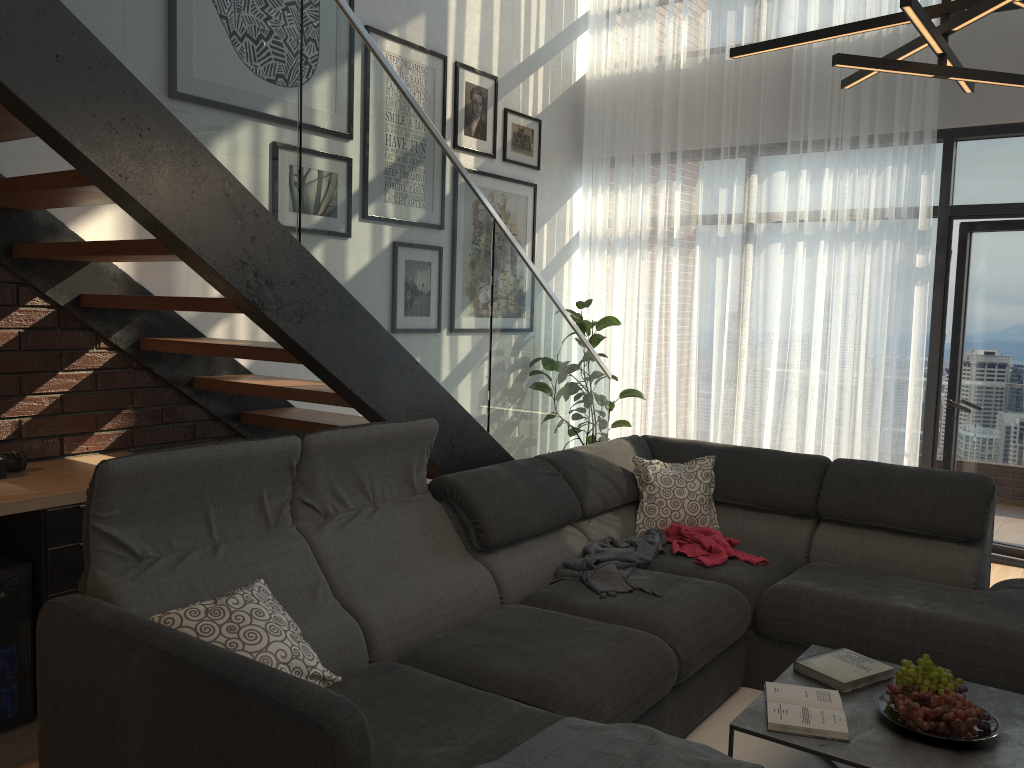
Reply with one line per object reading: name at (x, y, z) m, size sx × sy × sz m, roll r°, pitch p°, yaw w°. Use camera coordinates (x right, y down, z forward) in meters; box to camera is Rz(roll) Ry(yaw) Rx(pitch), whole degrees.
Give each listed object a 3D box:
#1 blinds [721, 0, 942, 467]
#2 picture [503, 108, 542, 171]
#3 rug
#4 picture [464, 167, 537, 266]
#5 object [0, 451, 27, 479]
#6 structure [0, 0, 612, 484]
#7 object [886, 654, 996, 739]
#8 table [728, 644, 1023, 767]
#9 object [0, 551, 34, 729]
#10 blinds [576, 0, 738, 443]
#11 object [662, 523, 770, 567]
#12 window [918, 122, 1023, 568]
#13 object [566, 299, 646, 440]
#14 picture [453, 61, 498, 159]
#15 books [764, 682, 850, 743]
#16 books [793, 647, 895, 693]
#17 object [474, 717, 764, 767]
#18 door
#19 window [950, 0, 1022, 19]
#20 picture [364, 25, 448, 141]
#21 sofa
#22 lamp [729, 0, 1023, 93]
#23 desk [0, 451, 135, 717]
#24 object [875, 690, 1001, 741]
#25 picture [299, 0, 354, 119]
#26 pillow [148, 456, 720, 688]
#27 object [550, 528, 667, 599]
blinds at (1.887, -1.824, 5.369) m, size 1.374 × 5.581 × 0.218 m, roll 5°, pitch 6°, yaw 33°
picture at (0.067, -1.591, 5.789) m, size 0.025 × 0.333 × 0.410 m, roll 5°, pitch 6°, yaw 35°
rug at (1.042, 1.227, 2.205) m, size 1.606 × 0.013 × 2.496 m, roll 5°, pitch 6°, yaw 35°
picture at (-0.107, -0.824, 5.636) m, size 0.025 × 0.990 × 0.871 m, roll 5°, pitch 6°, yaw 35°
object at (-1.788, 0.261, 3.107) m, size 0.149 × 0.119 × 0.166 m, roll 5°, pitch 6°, yaw 32°
structure at (-1.600, -0.384, 2.619) m, size 1.289 × 3.460 × 5.660 m, roll 5°, pitch 6°, yaw 35°
object at (1.109, 0.799, 2.293) m, size 0.256 × 0.173 × 0.279 m, roll 5°, pitch 6°, yaw 32°
table at (1.039, 1.037, 2.366) m, size 0.700 × 0.323 × 0.700 m, roll 5°, pitch 6°, yaw 35°
object at (-1.782, 0.825, 2.897) m, size 0.474 × 0.527 × 0.215 m, roll 5°, pitch 6°, yaw 35°
blinds at (0.989, -1.903, 5.971) m, size 1.223 × 5.581 × 0.218 m, roll 5°, pitch 6°, yaw 33°
object at (0.781, 0.656, 3.694) m, size 0.323 × 0.077 × 0.536 m, roll 0°, pitch 5°, yaw -21°
window at (2.534, -0.238, 5.286) m, size 4.808 × 2.501 × 0.119 m, roll 5°, pitch 6°, yaw 35°
object at (0.457, 0.153, 6.048) m, size 0.774 × 1.463 × 0.528 m, roll -2°, pitch 6°, yaw -34°
picture at (-0.219, -1.649, 5.376) m, size 0.025 × 0.504 × 0.410 m, roll 5°, pitch 6°, yaw 35°
books at (0.775, 0.856, 2.349) m, size 0.199 × 0.025 × 0.294 m, roll 3°, pitch 5°, yaw 14°
books at (0.974, 0.838, 2.606) m, size 0.225 × 0.029 × 0.179 m, roll -1°, pitch 6°, yaw -32°
object at (0.248, 0.947, 1.858) m, size 0.548 × 0.369 × 0.685 m, roll 6°, pitch 7°, yaw 43°
door at (3.073, 0.049, 5.053) m, size 0.206 × 1.976 × 1.118 m, roll -3°, pitch 7°, yaw -45°
window at (2.626, -3.326, 5.023) m, size 4.808 × 2.500 × 0.119 m, roll 5°, pitch 6°, yaw 35°
picture at (-0.584, -1.378, 4.888) m, size 0.025 × 0.990 × 0.654 m, roll 5°, pitch 6°, yaw 35°
sofa at (0.568, 0.668, 2.860) m, size 2.108 × 0.995 × 3.169 m, roll 5°, pitch 6°, yaw 35°
lamp at (1.116, -2.574, 2.040) m, size 0.831 × 3.645 × 1.200 m, roll -3°, pitch 7°, yaw -45°
desk at (-1.994, 0.730, 2.634) m, size 0.610 × 0.750 × 2.182 m, roll 5°, pitch 6°, yaw 35°
object at (1.105, 0.868, 2.308) m, size 0.295 × 0.026 × 0.295 m, roll 4°, pitch 6°, yaw 29°
picture at (-1.320, -2.040, 3.762) m, size 0.028 × 1.678 × 1.785 m, roll 5°, pitch 6°, yaw 35°
pillow at (0.017, 0.570, 3.115) m, size 0.386 × 0.364 × 2.734 m, roll 6°, pitch 6°, yaw 39°
object at (0.390, 0.690, 3.468) m, size 0.411 × 0.118 × 0.905 m, roll 3°, pitch 5°, yaw 11°
